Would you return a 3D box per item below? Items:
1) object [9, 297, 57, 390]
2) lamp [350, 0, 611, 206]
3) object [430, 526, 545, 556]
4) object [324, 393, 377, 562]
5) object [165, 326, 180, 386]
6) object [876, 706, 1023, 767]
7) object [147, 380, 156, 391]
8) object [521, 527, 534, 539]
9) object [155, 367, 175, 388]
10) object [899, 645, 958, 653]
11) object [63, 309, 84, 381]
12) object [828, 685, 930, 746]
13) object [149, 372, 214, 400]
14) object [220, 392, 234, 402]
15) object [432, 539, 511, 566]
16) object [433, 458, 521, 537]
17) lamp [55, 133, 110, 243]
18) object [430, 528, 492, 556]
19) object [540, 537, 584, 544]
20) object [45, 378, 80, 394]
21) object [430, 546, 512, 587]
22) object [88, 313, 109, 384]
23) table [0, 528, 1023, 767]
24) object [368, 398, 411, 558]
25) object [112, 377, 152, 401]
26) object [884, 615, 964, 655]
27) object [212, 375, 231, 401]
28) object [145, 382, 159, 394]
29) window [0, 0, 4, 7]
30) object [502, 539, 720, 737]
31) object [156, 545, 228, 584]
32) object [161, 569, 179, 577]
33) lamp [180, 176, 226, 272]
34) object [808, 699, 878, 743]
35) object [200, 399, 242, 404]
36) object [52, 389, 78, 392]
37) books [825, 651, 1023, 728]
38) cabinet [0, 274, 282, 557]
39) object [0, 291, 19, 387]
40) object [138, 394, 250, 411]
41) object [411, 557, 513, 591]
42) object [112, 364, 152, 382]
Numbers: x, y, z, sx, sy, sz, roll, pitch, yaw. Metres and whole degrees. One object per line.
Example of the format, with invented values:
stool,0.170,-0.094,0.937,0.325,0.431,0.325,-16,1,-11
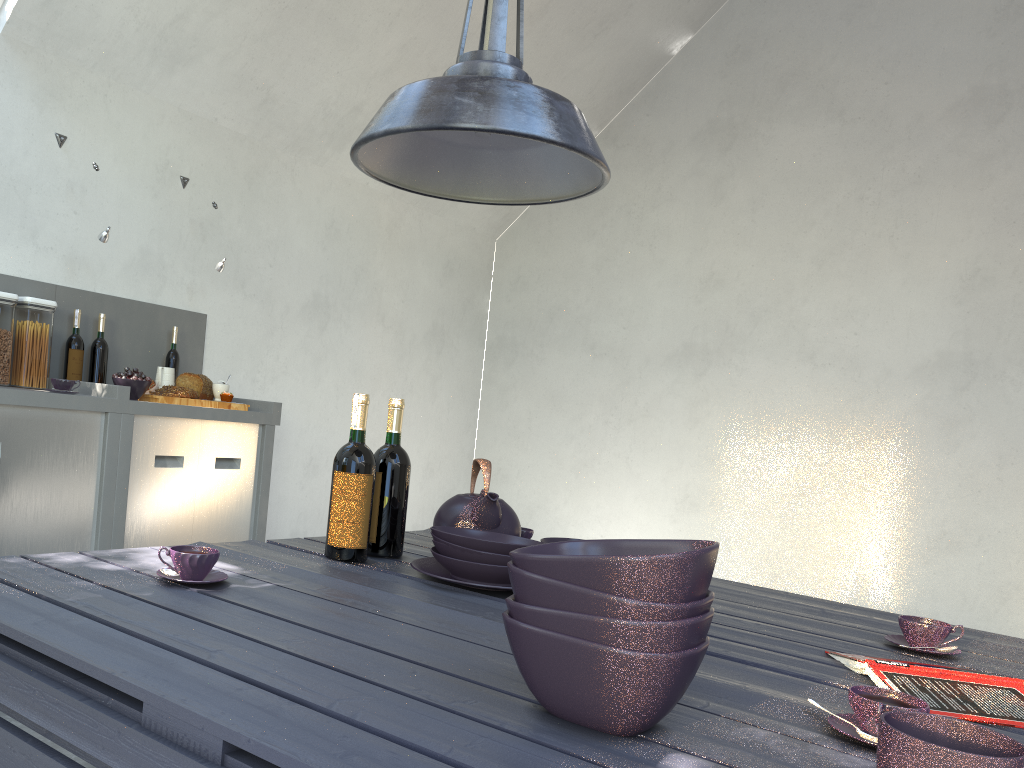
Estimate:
object,-1.873,-0.153,3.410,0.135,0.356,0.121,8,3,34
lamp,0.000,-0.897,1.427,0.453,1.101,0.407,8,3,35
object,-0.048,0.317,1.702,0.242,0.058,0.216,4,-3,35
object,-0.328,0.192,1.812,0.088,0.346,0.093,6,3,-17
object,-1.530,-0.086,3.940,0.065,0.346,0.059,9,3,38
object,0.345,0.329,0.701,0.105,0.110,0.123,6,0,26
object,-1.519,0.005,3.600,0.116,0.077,0.121,6,-1,-12
object,0.013,0.396,2.253,0.122,0.056,0.110,5,-2,27
object,-1.457,-0.010,3.674,0.077,0.120,0.094,6,1,-34
object,0.708,0.450,1.482,0.126,0.013,0.029,8,-2,-27
object,-1.781,-0.131,3.561,0.076,0.346,0.069,8,3,28
object,0.425,0.379,0.993,0.121,0.056,0.111,5,-2,22
object,-1.362,0.003,3.633,0.128,0.112,0.449,6,-2,2
object,-1.210,0.055,3.708,0.061,0.046,0.057,6,-1,20
object,-0.046,0.342,1.709,0.242,0.063,0.215,4,-3,39
object,-0.076,0.294,2.082,0.230,0.233,0.200,6,0,37
lamp,-1.671,-0.769,3.428,0.355,0.437,0.056,7,3,26
object,-0.048,0.329,1.709,0.241,0.063,0.216,4,-3,39
object,0.180,0.407,2.074,0.223,0.047,0.235,7,-3,-15
object,-1.606,0.008,3.126,0.110,0.056,0.122,8,-2,-40
object,-0.048,0.357,1.708,0.223,0.047,0.235,7,-3,-15
object,-1.722,-0.121,3.649,0.076,0.346,0.068,8,3,38
table,0.041,0.788,1.512,1.588,0.799,1.515,5,-2,35
object,-0.268,0.203,1.919,0.088,0.346,0.094,5,3,-22
object,-1.449,0.022,3.329,0.145,0.079,0.148,6,-2,-7
object,0.716,0.436,1.522,0.123,0.056,0.109,5,-2,42
object,-1.249,0.015,3.754,0.072,0.121,0.074,6,1,-10
object,-1.500,0.008,3.520,0.186,0.059,0.212,8,-3,-35
window,-1.535,-2.032,2.558,1.559,1.394,0.786,6,1,35
object,0.103,0.267,0.967,0.226,0.215,0.183,6,0,36
object,-0.527,0.299,1.449,0.121,0.056,0.111,5,-2,22
object,-0.558,0.314,1.484,0.028,0.013,0.129,6,-3,8
lamp,-1.368,-0.713,3.879,0.350,0.439,0.056,7,2,36
object,0.383,0.392,1.012,0.027,0.013,0.136,7,-3,-21
object,-1.205,0.075,3.655,0.185,0.003,0.021,8,-3,-29
object,-1.578,0.027,3.093,0.028,0.013,0.129,6,-3,6
books,0.627,0.428,1.266,0.225,0.030,0.302,6,-3,2
cabinet,-2.022,0.290,2.884,0.599,1.482,2.697,8,0,34
object,-1.965,-0.170,3.266,0.135,0.356,0.165,8,2,34
object,-1.365,0.071,3.619,0.324,0.028,0.445,4,-3,34
object,-0.052,0.378,1.711,0.284,0.024,0.307,7,-3,-24
object,-1.444,-0.028,3.326,0.147,0.095,0.153,6,-1,20
